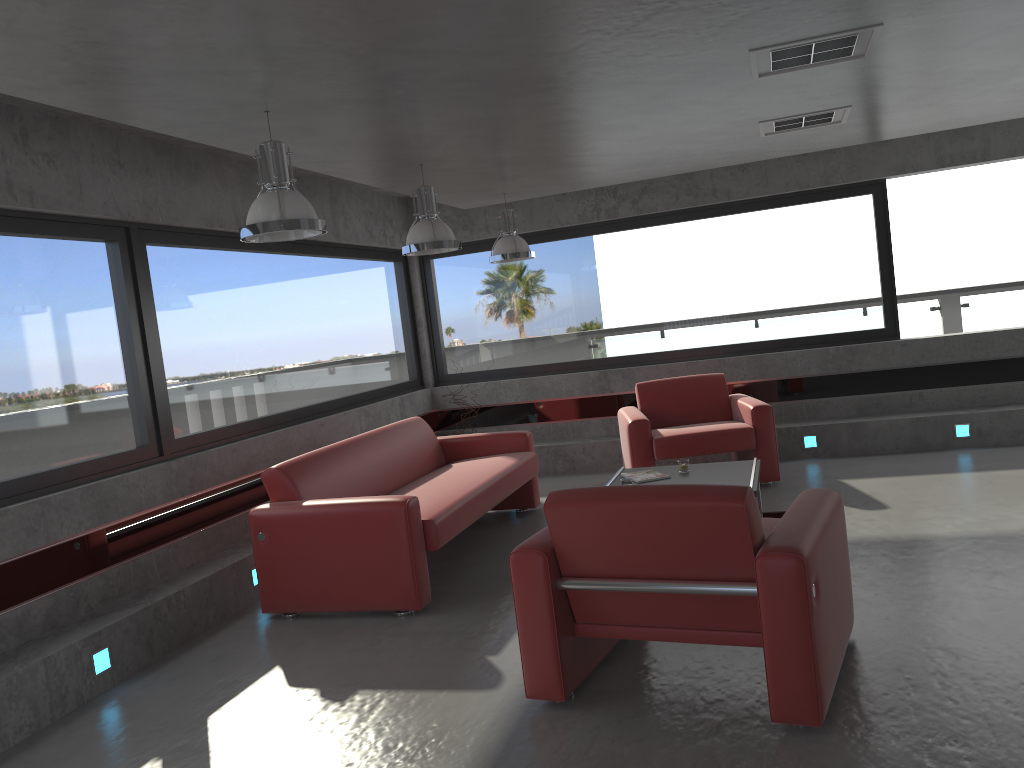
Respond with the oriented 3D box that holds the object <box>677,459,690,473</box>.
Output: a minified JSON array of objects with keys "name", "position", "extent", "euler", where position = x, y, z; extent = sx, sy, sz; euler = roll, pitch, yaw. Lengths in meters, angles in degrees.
[{"name":"object","position":[1.162,0.555,6.003],"extent":[0.079,0.077,0.079],"euler":[-5,4,25]}]

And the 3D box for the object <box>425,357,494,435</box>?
[{"name":"object","position":[-0.444,0.399,8.365],"extent":[0.531,1.289,0.466],"euler":[-5,5,30]}]

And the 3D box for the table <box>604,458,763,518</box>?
[{"name":"table","position":[1.121,0.821,5.796],"extent":[0.994,0.436,1.018],"euler":[-6,4,17]}]

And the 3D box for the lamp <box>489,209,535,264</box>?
[{"name":"lamp","position":[-0.022,-1.250,7.451],"extent":[0.388,0.422,0.389],"euler":[-6,4,7]}]

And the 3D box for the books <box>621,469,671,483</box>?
[{"name":"books","position":[0.900,0.616,5.987],"extent":[0.228,0.022,0.326],"euler":[-8,4,-13]}]

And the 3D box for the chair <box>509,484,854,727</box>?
[{"name":"chair","position":[0.763,0.754,3.811],"extent":[1.196,0.854,1.130],"euler":[-5,4,27]}]

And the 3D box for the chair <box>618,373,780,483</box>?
[{"name":"chair","position":[1.552,0.391,7.602],"extent":[1.196,0.854,1.130],"euler":[-7,4,2]}]

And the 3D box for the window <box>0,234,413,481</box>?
[{"name":"window","position":[-2.257,-0.287,5.769],"extent":[0.003,1.364,7.800],"euler":[-6,4,17]}]

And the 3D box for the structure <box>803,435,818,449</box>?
[{"name":"structure","position":[2.730,0.529,8.113],"extent":[0.123,0.123,0.004],"euler":[-6,4,17]}]

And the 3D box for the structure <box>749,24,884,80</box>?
[{"name":"structure","position":[1.395,-1.659,4.147],"extent":[0.563,0.240,0.563],"euler":[-6,4,17]}]

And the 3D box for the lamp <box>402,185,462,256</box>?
[{"name":"lamp","position":[-0.542,-1.066,5.738],"extent":[0.389,0.422,0.388],"euler":[-6,4,17]}]

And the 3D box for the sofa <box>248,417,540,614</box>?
[{"name":"sofa","position":[-0.636,0.752,6.271],"extent":[1.120,0.854,2.626],"euler":[-6,4,17]}]

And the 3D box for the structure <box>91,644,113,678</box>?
[{"name":"structure","position":[-2.030,1.372,4.388],"extent":[0.004,0.123,0.123],"euler":[-6,4,17]}]

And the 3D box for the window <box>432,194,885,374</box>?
[{"name":"window","position":[1.302,-0.948,8.995],"extent":[4.583,1.364,0.003],"euler":[-6,4,17]}]

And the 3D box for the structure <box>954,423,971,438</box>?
[{"name":"structure","position":[3.931,0.409,7.736],"extent":[0.123,0.123,0.004],"euler":[-6,4,17]}]

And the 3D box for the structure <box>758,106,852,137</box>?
[{"name":"structure","position":[1.912,-1.842,5.850],"extent":[0.563,0.240,0.563],"euler":[-6,4,17]}]

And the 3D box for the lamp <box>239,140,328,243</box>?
[{"name":"lamp","position":[-1.062,-0.882,4.024],"extent":[0.389,0.422,0.388],"euler":[-6,4,17]}]

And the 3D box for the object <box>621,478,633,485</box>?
[{"name":"object","position":[0.726,0.638,5.587],"extent":[0.079,0.077,0.079],"euler":[-7,4,0]}]
